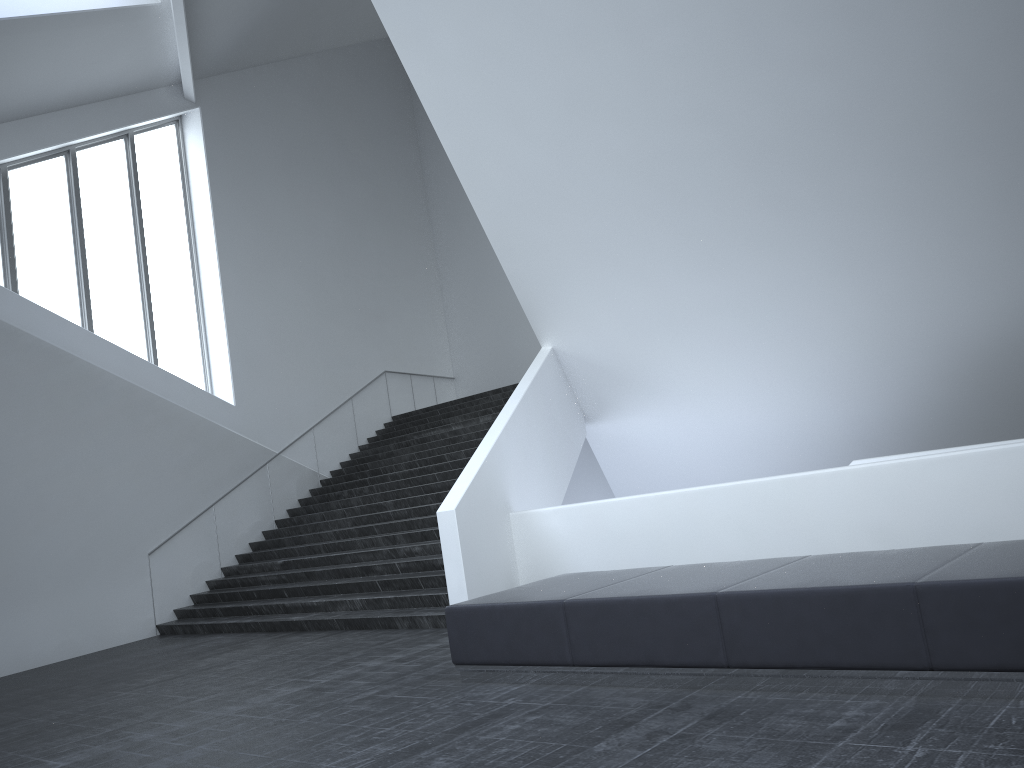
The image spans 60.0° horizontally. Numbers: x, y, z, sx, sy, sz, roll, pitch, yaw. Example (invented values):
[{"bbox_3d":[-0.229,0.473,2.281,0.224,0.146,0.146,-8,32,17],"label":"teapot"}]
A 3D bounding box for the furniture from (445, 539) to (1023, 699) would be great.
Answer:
[{"bbox_3d":[2.139,1.398,5.383,5.742,0.580,1.488,-15,-9,40],"label":"furniture"}]
